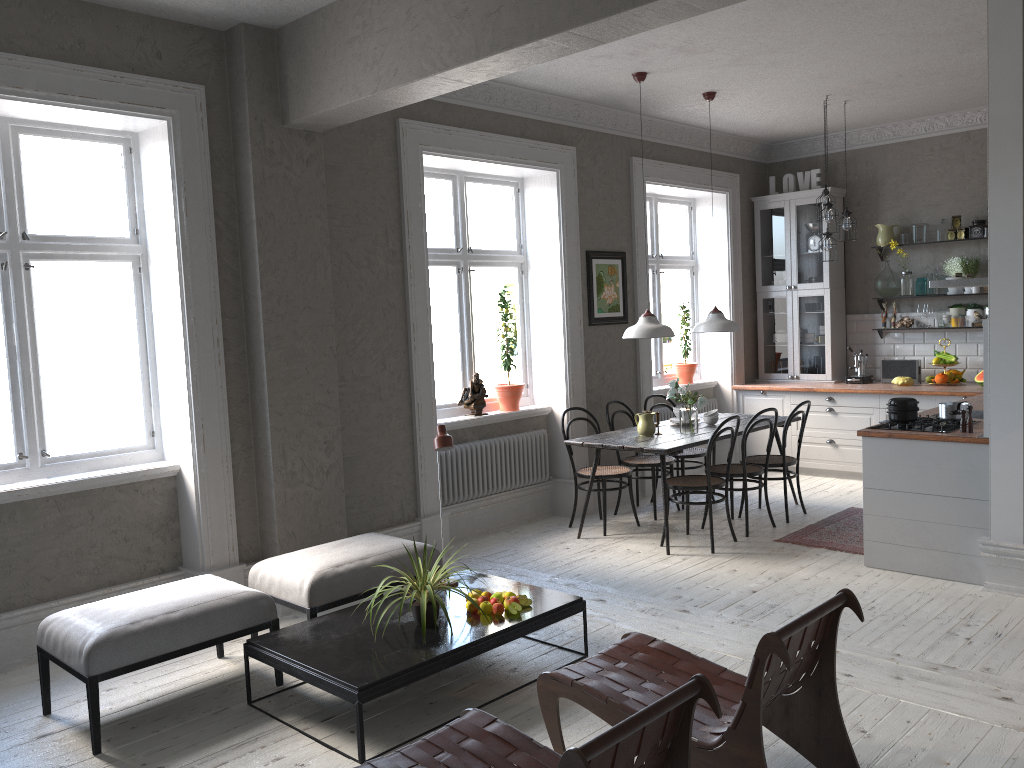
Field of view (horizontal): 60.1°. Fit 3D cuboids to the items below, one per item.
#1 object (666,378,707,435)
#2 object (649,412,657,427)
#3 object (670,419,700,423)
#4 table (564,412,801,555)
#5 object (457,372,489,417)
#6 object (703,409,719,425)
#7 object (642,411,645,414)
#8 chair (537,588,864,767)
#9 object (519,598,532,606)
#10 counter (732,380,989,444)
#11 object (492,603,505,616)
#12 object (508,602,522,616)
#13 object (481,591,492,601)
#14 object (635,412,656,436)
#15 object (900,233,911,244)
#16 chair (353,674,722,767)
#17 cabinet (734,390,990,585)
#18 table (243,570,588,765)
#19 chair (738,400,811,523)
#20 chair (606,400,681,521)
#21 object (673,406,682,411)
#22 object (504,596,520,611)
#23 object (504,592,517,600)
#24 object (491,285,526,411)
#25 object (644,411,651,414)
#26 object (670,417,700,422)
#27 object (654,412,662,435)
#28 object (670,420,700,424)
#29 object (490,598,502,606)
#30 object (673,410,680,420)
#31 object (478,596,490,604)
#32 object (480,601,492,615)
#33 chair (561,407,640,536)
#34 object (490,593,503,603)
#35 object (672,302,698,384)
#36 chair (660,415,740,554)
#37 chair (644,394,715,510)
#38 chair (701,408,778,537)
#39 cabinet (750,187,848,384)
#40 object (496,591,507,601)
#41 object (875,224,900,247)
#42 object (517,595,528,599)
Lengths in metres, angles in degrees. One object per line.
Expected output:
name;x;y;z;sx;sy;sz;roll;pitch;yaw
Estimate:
object;1.290;0.160;6.506;0.305;0.414;0.257;1;6;42
object;1.095;0.281;7.033;0.137;0.112;0.142;0;5;27
object;1.381;0.298;7.082;0.235;0.027;0.239;-2;4;12
table;1.389;0.703;6.874;0.885;0.735;1.960;2;6;44
object;-0.302;0.079;6.721;0.242;0.329;0.117;-7;6;-44
object;1.563;0.262;6.963;0.130;0.119;0.122;-5;5;-30
object;1.027;0.275;6.756;0.094;0.172;0.097;-1;5;25
chair;0.622;1.037;3.031;0.995;0.721;0.518;2;6;44
object;0.060;1.021;4.148;0.067;0.037;0.047;-4;5;-20
counter;2.755;0.139;7.235;3.094;0.039;3.463;2;6;44
object;-0.061;1.025;4.035;0.057;0.058;0.056;-4;5;-21
object;0.010;1.024;4.032;0.061;0.053;0.057;-6;6;-39
object;-0.121;1.014;4.205;0.056;0.058;0.059;0;5;27
object;0.983;0.295;6.529;0.149;0.170;0.136;-2;4;5
object;3.731;-1.368;8.388;0.101;0.111;0.105;2;6;44
chair;0.015;1.111;2.405;0.995;0.721;0.518;2;6;44
cabinet;3.197;0.544;7.068;1.987;0.854;4.195;-2;4;1
table;-0.403;1.217;4.060;0.831;0.303;1.338;2;6;44
chair;2.045;0.580;6.892;0.537;0.921;0.447;1;6;41
chair;1.059;0.599;7.210;0.537;0.921;0.447;1;6;41
object;1.378;0.234;7.077;0.176;0.094;0.183;1;5;35
object;-0.001;1.014;4.096;0.076;0.064;0.074;-4;5;-15
object;-0.009;1.010;4.173;0.059;0.062;0.065;0;5;26
object;-0.041;-0.284;6.983;0.271;0.991;0.268;-3;4;-7
object;1.019;0.282;6.662;0.063;0.172;0.061;-5;5;-24
object;1.381;0.290;7.081;0.241;0.027;0.233;-4;5;-23
object;1.080;0.291;6.552;0.060;0.167;0.058;-5;5;-32
object;1.382;0.307;7.083;0.242;0.027;0.233;-5;5;-28
object;-0.077;1.019;4.107;0.055;0.058;0.059;0;5;35
object;1.379;0.254;7.079;0.176;0.094;0.183;1;5;35
object;-0.135;1.021;4.140;0.057;0.056;0.061;0;5;31
object;-0.118;1.023;4.057;0.063;0.063;0.060;-4;5;-14
chair;0.668;0.647;6.802;0.447;0.921;0.538;-6;6;-38
object;-0.072;1.015;4.169;0.062;0.058;0.061;-3;4;-1
object;1.716;-0.412;8.811;0.263;0.813;0.256;-4;5;-18
chair;1.313;0.668;6.158;0.537;0.921;0.447;1;6;41
chair;1.417;0.557;7.554;0.446;0.921;0.538;-6;5;-33
chair;1.689;0.622;6.551;0.447;0.921;0.538;-6;6;-38
cabinet;2.932;-0.960;9.009;0.860;1.921;0.396;2;6;44
object;-0.052;1.018;4.238;0.067;0.039;0.063;-6;6;-40
object;3.575;-1.419;8.450;0.176;0.216;0.187;-5;5;-32
object;0.047;1.017;4.218;0.062;0.036;0.047;-6;5;-35
